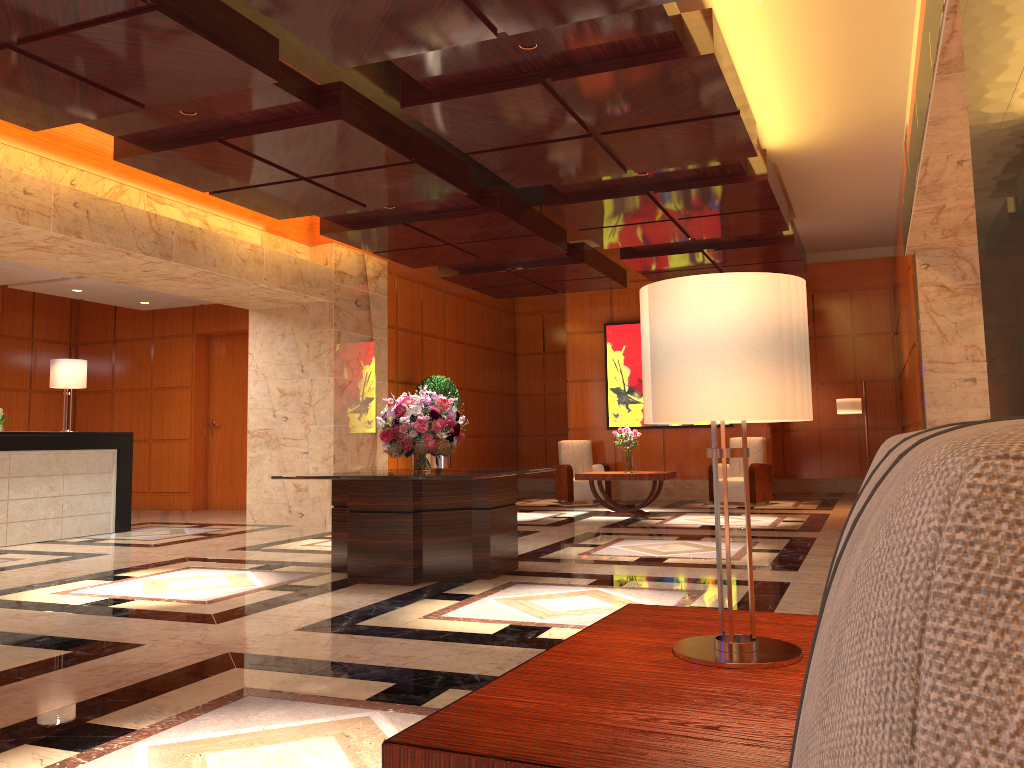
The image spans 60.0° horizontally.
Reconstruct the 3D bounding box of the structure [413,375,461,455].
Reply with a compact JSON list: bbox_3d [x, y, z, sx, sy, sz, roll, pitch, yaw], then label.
[{"bbox_3d":[-1.097,0.708,13.006,0.721,1.719,0.719,-1,-6,0],"label":"structure"}]

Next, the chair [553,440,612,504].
[{"bbox_3d":[1.085,1.359,13.848,0.737,0.965,0.626,1,-6,-19],"label":"chair"}]

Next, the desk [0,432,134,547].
[{"bbox_3d":[-5.414,1.075,9.160,0.941,1.145,2.918,-3,-5,22],"label":"desk"}]

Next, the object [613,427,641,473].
[{"bbox_3d":[1.503,0.854,11.564,0.350,0.598,0.326,-6,-7,42],"label":"object"}]

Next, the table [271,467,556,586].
[{"bbox_3d":[-0.677,1.041,6.739,1.599,0.748,1.596,-3,-4,22],"label":"table"}]

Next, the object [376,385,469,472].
[{"bbox_3d":[-0.694,0.339,6.795,0.649,0.661,0.678,-2,-5,13],"label":"object"}]

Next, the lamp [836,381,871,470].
[{"bbox_3d":[4.452,0.791,11.303,0.526,1.667,0.358,-2,-6,12],"label":"lamp"}]

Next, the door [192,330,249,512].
[{"bbox_3d":[-4.174,0.555,13.370,1.285,2.707,0.339,-3,-6,22],"label":"door"}]

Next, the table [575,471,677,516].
[{"bbox_3d":[1.488,1.419,11.482,1.167,0.536,0.723,-3,-5,22],"label":"table"}]

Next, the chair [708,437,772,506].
[{"bbox_3d":[3.339,1.261,12.939,0.736,0.965,0.627,-5,-7,41],"label":"chair"}]

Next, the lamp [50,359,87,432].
[{"bbox_3d":[-5.033,0.141,10.041,0.372,0.823,0.371,4,-8,-43],"label":"lamp"}]

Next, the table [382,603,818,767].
[{"bbox_3d":[0.391,0.795,1.618,0.724,0.536,1.164,-3,-5,25],"label":"table"}]

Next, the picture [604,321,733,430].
[{"bbox_3d":[2.459,-0.166,14.129,1.995,1.743,0.056,-3,-6,22],"label":"picture"}]

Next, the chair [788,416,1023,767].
[{"bbox_3d":[0.034,0.508,0.510,0.628,0.965,0.735,-3,-6,21],"label":"chair"}]
